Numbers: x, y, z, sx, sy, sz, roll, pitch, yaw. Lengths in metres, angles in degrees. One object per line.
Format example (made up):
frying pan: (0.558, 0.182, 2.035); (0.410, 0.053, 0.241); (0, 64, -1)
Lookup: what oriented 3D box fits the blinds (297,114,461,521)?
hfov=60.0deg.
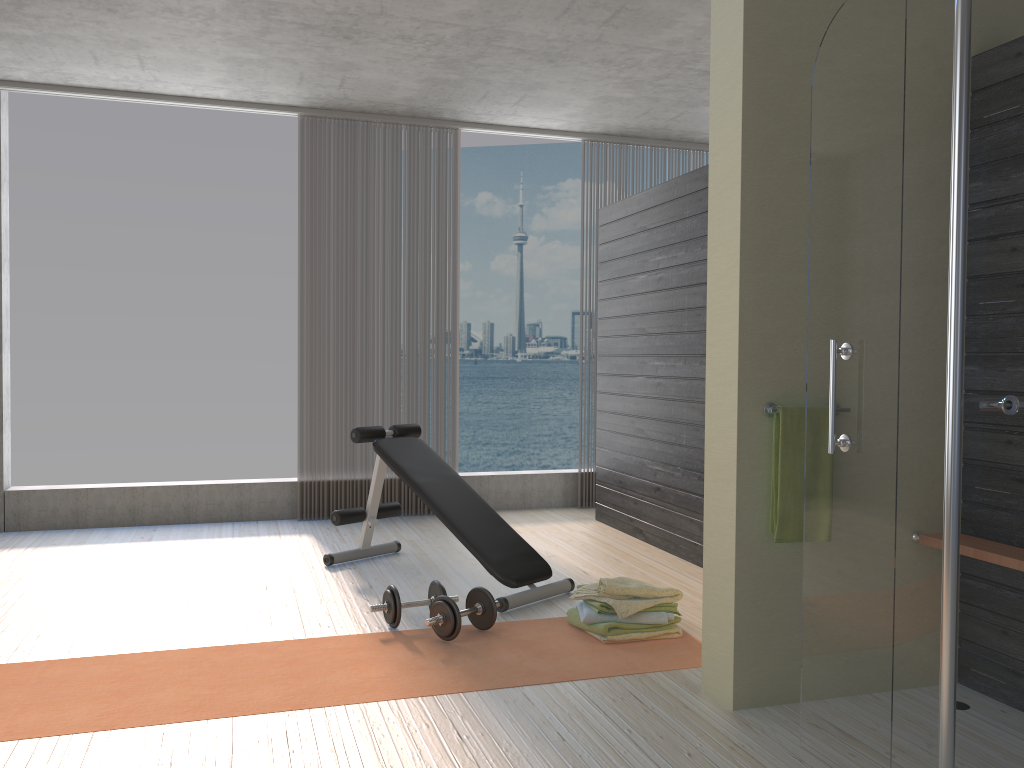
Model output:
blinds: (-0.908, -0.444, 6.147); (1.133, 2.744, 0.069); (0, 2, -17)

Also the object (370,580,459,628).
object: (-0.404, 0.915, 3.693); (0.385, 0.176, 0.176); (0, 2, -26)

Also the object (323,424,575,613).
object: (-0.350, 0.604, 4.452); (1.312, 0.746, 0.505); (2, 2, 42)

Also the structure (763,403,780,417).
structure: (0.941, 0.083, 2.825); (0.298, 0.046, 0.052); (0, 2, -17)

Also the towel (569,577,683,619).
towel: (0.469, 0.846, 3.657); (0.384, 0.123, 0.373); (-1, 2, -34)

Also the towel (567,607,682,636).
towel: (0.453, 0.962, 3.645); (0.380, 0.081, 0.367); (0, 2, -20)

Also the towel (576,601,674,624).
towel: (0.463, 0.936, 3.667); (0.383, 0.078, 0.383); (0, 2, 0)

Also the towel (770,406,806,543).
towel: (0.926, 0.285, 2.804); (0.214, 0.433, 0.070); (0, 2, -22)

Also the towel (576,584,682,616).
towel: (0.483, 0.900, 3.682); (0.376, 0.085, 0.371); (0, 2, -13)

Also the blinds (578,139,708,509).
blinds: (1.034, -0.444, 6.753); (1.133, 2.744, 0.069); (0, 2, -17)

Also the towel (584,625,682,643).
towel: (0.473, 0.985, 3.644); (0.376, 0.044, 0.371); (0, 2, -19)

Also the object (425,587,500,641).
object: (-0.193, 0.912, 3.530); (0.176, 0.176, 0.385); (2, 2, 44)

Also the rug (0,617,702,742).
rug: (-0.610, 1.012, 3.174); (2.779, 0.002, 0.716); (0, 2, -17)
